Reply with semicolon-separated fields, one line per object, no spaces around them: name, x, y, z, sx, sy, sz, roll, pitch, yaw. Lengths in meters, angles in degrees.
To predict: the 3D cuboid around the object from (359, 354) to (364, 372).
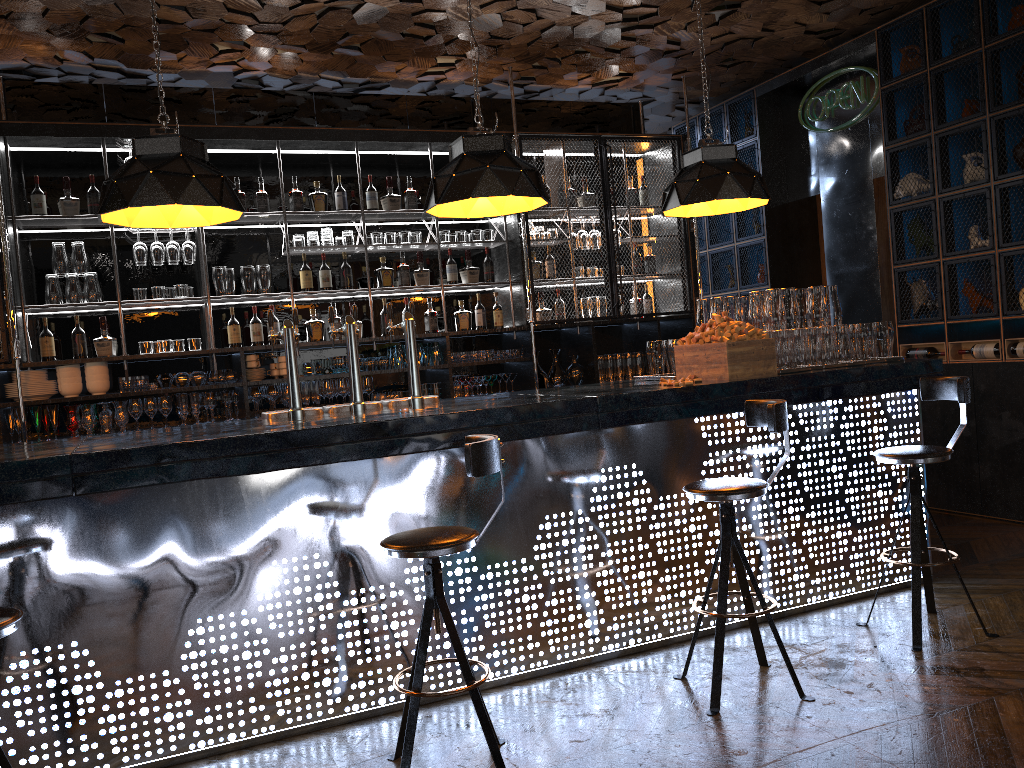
object;-1.128;-0.151;6.459;0.108;0.126;0.108;-4;2;11

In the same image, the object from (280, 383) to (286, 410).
object;-1.665;0.112;6.485;0.058;0.234;0.058;-6;2;-20

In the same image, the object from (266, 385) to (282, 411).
object;-1.669;0.124;6.238;0.108;0.227;0.108;-3;2;37

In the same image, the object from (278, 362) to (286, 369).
object;-1.610;-0.121;6.303;0.094;0.069;0.106;-4;2;19

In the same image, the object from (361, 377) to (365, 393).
object;-1.133;0.061;6.712;0.091;0.229;0.091;-6;2;-25

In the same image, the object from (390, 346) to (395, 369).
object;-0.873;-0.201;6.640;0.115;0.172;0.101;-5;2;-13

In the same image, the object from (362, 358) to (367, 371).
object;-1.066;-0.145;6.568;0.098;0.097;0.098;-4;2;15

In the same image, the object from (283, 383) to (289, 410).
object;-1.604;0.111;6.340;0.058;0.234;0.058;-5;2;0

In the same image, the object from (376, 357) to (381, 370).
object;-0.976;-0.154;6.607;0.098;0.097;0.098;-5;2;2

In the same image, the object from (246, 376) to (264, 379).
object;-1.805;-0.042;6.234;0.149;0.023;0.149;-3;2;36

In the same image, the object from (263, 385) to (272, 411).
object;-1.760;0.124;6.460;0.108;0.227;0.108;-4;2;13

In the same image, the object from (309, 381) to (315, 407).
object;-1.460;0.095;6.505;0.049;0.231;0.049;-6;2;-20

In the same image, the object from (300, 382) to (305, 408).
object;-1.525;0.101;6.481;0.049;0.231;0.049;-6;2;-33

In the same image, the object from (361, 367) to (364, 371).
object;-1.140;-0.144;6.733;0.098;0.097;0.098;-6;2;-31

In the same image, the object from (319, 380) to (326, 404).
object;-1.398;0.088;6.598;0.091;0.229;0.091;-4;2;13

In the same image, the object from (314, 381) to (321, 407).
object;-1.383;0.094;6.332;0.049;0.231;0.049;-6;2;-28

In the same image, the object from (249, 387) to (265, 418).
object;-1.775;0.134;6.192;0.108;0.227;0.108;-6;2;-31

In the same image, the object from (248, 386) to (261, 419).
object;-1.817;0.134;6.303;0.108;0.227;0.108;-7;3;-43

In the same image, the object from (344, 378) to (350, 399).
object;-1.224;0.070;6.670;0.091;0.229;0.091;-3;2;35

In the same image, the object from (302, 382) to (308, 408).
object;-1.477;0.101;6.364;0.049;0.231;0.049;-5;2;-14

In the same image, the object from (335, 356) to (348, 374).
object;-1.229;-0.140;6.414;0.100;0.125;0.100;-4;2;16

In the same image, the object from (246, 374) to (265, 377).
object;-1.806;-0.054;6.233;0.149;0.023;0.149;-6;3;-39

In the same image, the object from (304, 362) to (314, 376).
object;-1.439;-0.104;6.286;0.058;0.099;0.067;-4;2;23

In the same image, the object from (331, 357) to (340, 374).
object;-1.276;-0.140;6.527;0.100;0.125;0.100;-4;2;25

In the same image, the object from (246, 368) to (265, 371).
object;-1.811;-0.097;6.230;0.149;0.026;0.148;-5;2;-16

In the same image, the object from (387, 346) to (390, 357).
object;-0.915;-0.202;6.755;0.115;0.172;0.101;-6;3;-38

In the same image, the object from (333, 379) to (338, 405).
object;-1.314;0.079;6.634;0.091;0.229;0.091;-4;2;29

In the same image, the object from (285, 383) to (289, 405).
object;-1.573;0.111;6.261;0.058;0.234;0.058;-4;2;20

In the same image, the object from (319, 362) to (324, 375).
object;-1.403;-0.113;6.457;0.058;0.099;0.067;-5;2;-11

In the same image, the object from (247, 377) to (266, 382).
object;-1.805;-0.032;6.234;0.149;0.022;0.149;-3;2;36

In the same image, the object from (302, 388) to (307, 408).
object;-1.494;0.100;6.423;0.049;0.231;0.049;-4;2;14

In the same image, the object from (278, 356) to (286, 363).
object;-1.612;-0.165;6.291;0.094;0.068;0.106;-6;2;-23

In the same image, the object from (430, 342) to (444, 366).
object;-0.569;-0.227;6.636;0.101;0.172;0.115;-5;2;7

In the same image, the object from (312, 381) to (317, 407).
object;-1.427;0.094;6.455;0.049;0.231;0.049;-5;2;-15

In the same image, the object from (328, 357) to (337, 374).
object;-1.324;-0.139;6.635;0.100;0.125;0.100;-5;2;-10

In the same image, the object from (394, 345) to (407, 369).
object;-0.822;-0.202;6.531;0.115;0.172;0.101;-5;2;7

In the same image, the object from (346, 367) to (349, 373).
object;-1.221;-0.150;6.679;0.108;0.126;0.108;-3;3;39

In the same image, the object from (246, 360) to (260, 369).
object;-1.810;-0.129;6.229;0.107;0.070;0.094;-5;2;8

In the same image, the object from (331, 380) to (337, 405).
object;-1.321;0.084;6.507;0.091;0.229;0.091;-5;2;-2

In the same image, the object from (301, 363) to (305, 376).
object;-1.513;-0.106;6.508;0.058;0.099;0.067;-4;2;28

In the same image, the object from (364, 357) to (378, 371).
object;-1.028;-0.145;6.474;0.098;0.097;0.098;-7;3;-43

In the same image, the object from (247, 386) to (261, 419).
object;-1.864;0.134;6.417;0.108;0.227;0.108;-5;2;8

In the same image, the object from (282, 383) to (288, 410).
object;-1.633;0.111;6.407;0.058;0.234;0.058;-3;3;42

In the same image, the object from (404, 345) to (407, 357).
object;-0.790;-0.214;6.803;0.101;0.172;0.115;-6;2;-18

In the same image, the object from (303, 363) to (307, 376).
object;-1.467;-0.104;6.349;0.058;0.099;0.067;-3;2;37

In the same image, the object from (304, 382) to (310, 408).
object;-1.452;0.101;6.302;0.049;0.231;0.049;-5;2;-11

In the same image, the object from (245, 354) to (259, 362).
object;-1.823;-0.172;6.224;0.094;0.069;0.106;-5;2;-17

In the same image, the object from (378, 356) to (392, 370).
object;-0.931;-0.154;6.509;0.098;0.097;0.098;-4;2;11

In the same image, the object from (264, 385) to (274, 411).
object;-1.713;0.124;6.348;0.108;0.227;0.108;-4;2;32

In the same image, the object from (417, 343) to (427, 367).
object;-0.687;-0.215;6.577;0.115;0.172;0.101;-6;3;-38

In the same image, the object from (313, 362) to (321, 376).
object;-1.398;-0.110;6.346;0.067;0.099;0.058;-4;2;13

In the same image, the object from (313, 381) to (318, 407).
object;-1.407;0.094;6.392;0.049;0.231;0.049;-6;2;-19

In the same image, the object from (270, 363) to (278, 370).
object;-1.686;-0.116;6.365;0.105;0.069;0.094;-3;3;44

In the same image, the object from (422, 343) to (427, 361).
object;-0.665;-0.227;6.861;0.115;0.172;0.101;-5;2;-13

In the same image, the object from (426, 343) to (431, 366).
object;-0.608;-0.228;6.747;0.115;0.172;0.101;-6;3;-38
